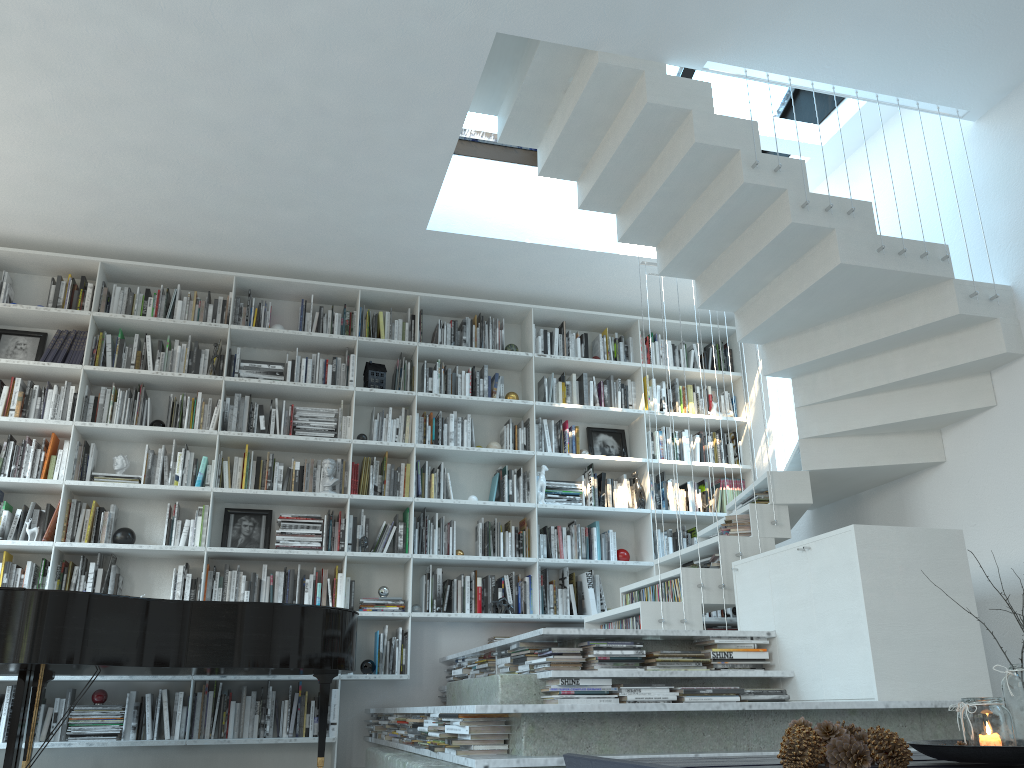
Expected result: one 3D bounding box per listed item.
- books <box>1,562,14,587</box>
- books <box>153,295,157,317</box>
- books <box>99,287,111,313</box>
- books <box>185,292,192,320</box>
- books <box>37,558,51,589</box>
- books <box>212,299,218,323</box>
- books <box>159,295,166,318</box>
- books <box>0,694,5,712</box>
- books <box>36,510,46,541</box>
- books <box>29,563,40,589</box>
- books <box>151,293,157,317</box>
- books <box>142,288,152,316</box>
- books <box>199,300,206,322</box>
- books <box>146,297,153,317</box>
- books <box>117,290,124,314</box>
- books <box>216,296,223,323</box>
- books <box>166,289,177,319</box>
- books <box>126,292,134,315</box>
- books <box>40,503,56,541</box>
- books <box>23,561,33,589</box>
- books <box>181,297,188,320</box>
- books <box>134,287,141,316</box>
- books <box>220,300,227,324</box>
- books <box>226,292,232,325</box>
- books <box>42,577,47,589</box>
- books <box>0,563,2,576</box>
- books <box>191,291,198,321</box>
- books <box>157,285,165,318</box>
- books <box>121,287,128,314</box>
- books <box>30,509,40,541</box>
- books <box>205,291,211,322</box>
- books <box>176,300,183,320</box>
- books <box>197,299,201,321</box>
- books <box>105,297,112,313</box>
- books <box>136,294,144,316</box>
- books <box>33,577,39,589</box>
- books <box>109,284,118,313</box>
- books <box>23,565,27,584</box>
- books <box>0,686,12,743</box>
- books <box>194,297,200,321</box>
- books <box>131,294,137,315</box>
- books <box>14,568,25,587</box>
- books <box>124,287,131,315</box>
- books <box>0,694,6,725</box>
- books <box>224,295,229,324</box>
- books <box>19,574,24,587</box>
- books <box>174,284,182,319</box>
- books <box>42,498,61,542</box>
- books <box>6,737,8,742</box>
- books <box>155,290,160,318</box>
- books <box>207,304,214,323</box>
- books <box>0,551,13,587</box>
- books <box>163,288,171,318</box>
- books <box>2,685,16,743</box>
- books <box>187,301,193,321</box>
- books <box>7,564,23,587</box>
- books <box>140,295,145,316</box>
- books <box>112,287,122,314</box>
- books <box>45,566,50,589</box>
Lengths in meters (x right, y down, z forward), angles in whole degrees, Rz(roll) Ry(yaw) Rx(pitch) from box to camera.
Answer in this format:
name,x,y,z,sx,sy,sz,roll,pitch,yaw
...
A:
name,x,y,z,sx,sy,sz,roll,pitch,yaw
books,-2.948,1.184,5.189,0.028,0.259,0.181,5,-20,-15
books,-2.391,-0.466,5.954,0.011,0.215,0.160,5,-20,-15
books,-2.698,-0.502,5.878,0.029,0.236,0.157,5,-20,-15
books,-2.201,-0.470,6.024,0.014,0.268,0.157,5,-20,-15
books,-2.772,1.186,5.239,0.014,0.285,0.180,5,-20,-15
books,-2.029,-0.443,6.059,0.026,0.236,0.149,5,-20,-15
books,-2.353,-0.467,5.981,0.029,0.234,0.130,5,-20,-15
books,-2.894,1.872,4.970,0.027,0.255,0.179,5,-20,-15
books,-2.830,0.879,5.348,0.027,0.209,0.144,5,-20,-15
books,-2.830,1.201,5.239,0.013,0.259,0.143,5,-20,-15
books,-2.405,-0.473,5.961,0.013,0.233,0.155,5,-20,-15
books,-2.457,-0.489,5.965,0.028,0.267,0.152,5,-20,-15
books,-2.100,-0.439,6.013,0.026,0.199,0.188,5,-21,-15
books,-2.427,-0.458,5.953,0.030,0.200,0.152,5,-20,-15
books,-2.599,-0.485,5.902,0.023,0.219,0.182,5,-21,-15
books,-2.004,-0.449,6.077,0.030,0.260,0.152,5,-20,-15
books,-2.298,-0.486,5.985,0.052,0.272,0.173,5,-20,-15
books,-2.536,-0.479,5.903,0.029,0.207,0.179,5,-21,-15
books,-2.807,0.863,5.363,0.021,0.250,0.154,5,-20,-15
books,-2.841,1.191,5.218,0.021,0.264,0.186,5,-20,-15
books,-2.220,-0.457,6.013,0.026,0.235,0.135,5,-20,-15
books,-2.507,-0.497,5.935,0.010,0.263,0.161,5,-20,-15
books,-1.972,-0.437,6.059,0.026,0.224,0.173,5,-20,-15
books,-1.935,-0.462,6.083,0.026,0.287,0.176,5,-20,-15
books,-2.762,1.246,5.257,0.023,0.186,0.131,5,-20,-15
books,-2.995,1.187,5.186,0.026,0.253,0.177,5,-20,-15
books,-2.155,-0.472,6.018,0.014,0.265,0.192,5,-20,-15
books,-2.369,-0.502,5.976,0.010,0.297,0.151,5,-20,-15
books,-2.577,-0.497,5.916,0.023,0.250,0.171,5,-20,-15
books,-2.855,0.875,5.331,0.030,0.207,0.173,5,-21,-15
books,-2.076,-0.471,6.051,0.013,0.284,0.160,5,-20,-15
books,-2.245,-0.440,5.990,0.031,0.189,0.182,5,-21,-15
books,-2.119,-0.443,6.012,0.013,0.206,0.178,5,-21,-15
books,-2.676,-0.469,5.889,0.024,0.182,0.134,5,-20,-15
books,-2.497,-0.473,5.958,0.025,0.234,0.130,5,-20,-15
books,-2.803,1.240,5.232,0.041,0.181,0.142,5,-20,-15
books,-2.657,-0.509,5.920,0.021,0.278,0.141,5,-20,-15
books,-2.861,1.204,5.227,0.010,0.245,0.160,5,-20,-15
books,-2.831,1.857,4.987,0.021,0.294,0.188,5,-20,-15
books,-2.139,-0.450,6.022,0.021,0.228,0.161,5,-20,-15
books,-2.518,-0.472,5.920,0.015,0.206,0.167,5,-21,-15
books,-2.901,1.209,5.215,0.025,0.228,0.153,5,-20,-15
books,-2.559,-0.496,5.916,0.012,0.249,0.174,5,-20,-15
books,-2.868,1.879,5.001,0.040,0.263,0.138,5,-20,-15
books,-1.955,-0.452,6.079,0.014,0.266,0.172,5,-20,-15
books,-2.878,1.229,5.218,0.023,0.193,0.140,5,-20,-15
books,-2.270,-0.498,6.013,0.014,0.314,0.166,5,-20,-15
books,-2.747,0.842,5.345,0.082,0.275,0.229,5,-21,-15
books,-2.783,1.887,5.012,0.065,0.255,0.156,5,-20,-15
books,-2.379,-0.482,5.963,0.013,0.250,0.184,5,-20,-15
books,-2.053,-0.424,6.034,0.031,0.184,0.177,5,-21,-15
books,-2.975,1.155,5.201,0.021,0.321,0.172,5,-20,-15
books,-2.329,-0.489,5.980,0.013,0.275,0.165,5,-20,-15
books,-2.814,1.854,4.990,0.012,0.302,0.166,5,-20,-15
books,-2.183,-0.440,6.028,0.029,0.212,0.142,5,-20,-15
books,-2.923,1.193,5.198,0.028,0.248,0.159,5,-20,-15
books,-2.477,-0.466,5.952,0.012,0.215,0.150,5,-20,-15
books,-2.626,-0.502,5.905,0.031,0.253,0.146,5,-20,-15
books,-2.740,1.213,5.246,0.010,0.239,0.175,5,-20,-15
